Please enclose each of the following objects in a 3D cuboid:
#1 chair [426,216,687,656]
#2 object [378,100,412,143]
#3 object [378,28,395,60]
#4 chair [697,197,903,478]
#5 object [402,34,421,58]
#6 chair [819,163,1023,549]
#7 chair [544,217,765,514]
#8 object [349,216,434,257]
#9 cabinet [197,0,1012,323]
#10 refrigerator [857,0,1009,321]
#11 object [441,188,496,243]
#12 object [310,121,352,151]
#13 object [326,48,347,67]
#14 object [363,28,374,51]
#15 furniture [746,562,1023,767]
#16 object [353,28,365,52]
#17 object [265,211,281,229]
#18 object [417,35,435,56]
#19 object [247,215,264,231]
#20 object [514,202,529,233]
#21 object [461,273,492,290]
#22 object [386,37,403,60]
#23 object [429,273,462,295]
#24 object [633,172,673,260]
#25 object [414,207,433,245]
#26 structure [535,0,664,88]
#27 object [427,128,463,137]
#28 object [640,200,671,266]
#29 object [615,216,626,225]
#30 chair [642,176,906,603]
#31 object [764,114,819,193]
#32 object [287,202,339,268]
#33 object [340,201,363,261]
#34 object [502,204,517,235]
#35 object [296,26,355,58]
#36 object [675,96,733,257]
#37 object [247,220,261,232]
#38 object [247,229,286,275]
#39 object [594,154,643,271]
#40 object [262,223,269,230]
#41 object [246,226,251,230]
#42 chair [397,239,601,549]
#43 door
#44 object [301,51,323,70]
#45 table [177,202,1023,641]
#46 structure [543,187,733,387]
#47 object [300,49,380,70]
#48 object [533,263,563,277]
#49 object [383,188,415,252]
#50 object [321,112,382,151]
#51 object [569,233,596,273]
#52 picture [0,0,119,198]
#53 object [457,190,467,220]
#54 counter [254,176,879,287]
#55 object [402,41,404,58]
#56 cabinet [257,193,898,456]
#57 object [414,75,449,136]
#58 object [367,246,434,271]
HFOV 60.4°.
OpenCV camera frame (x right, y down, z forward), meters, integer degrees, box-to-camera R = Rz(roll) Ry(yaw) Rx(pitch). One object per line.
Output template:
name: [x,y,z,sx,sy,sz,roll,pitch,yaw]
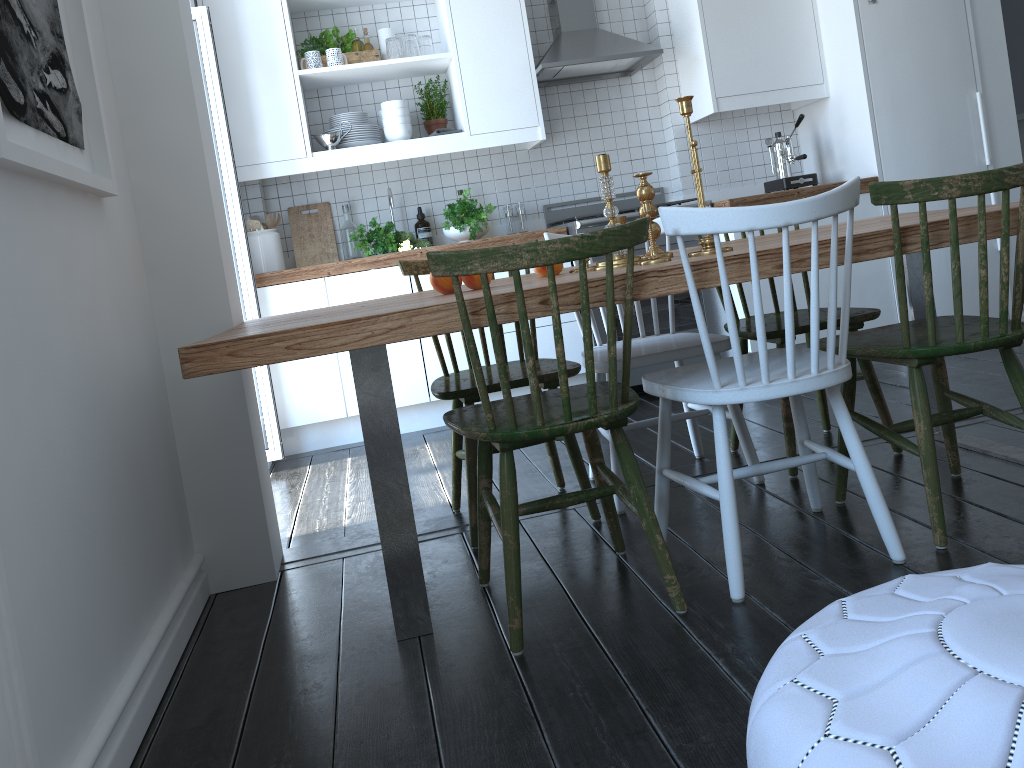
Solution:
chair: [0.086,0.082,1.960,0.469,0.823,0.487,-10,4,-11]
object: [-0.595,-1.329,4.515,0.150,0.215,0.311,-10,6,-11]
object: [-0.645,-1.746,4.619,0.085,0.221,0.085,-9,3,-2]
chair: [0.902,-0.187,2.877,0.469,0.823,0.487,-10,4,-11]
object: [-0.506,-1.686,4.414,0.086,0.119,0.087,-8,4,14]
chair: [1.029,-0.096,2.143,0.469,0.823,0.487,-10,4,-11]
chair: [0.420,-0.109,2.811,0.468,0.838,0.512,-10,4,-9]
object: [-0.586,-0.687,4.381,0.475,0.306,0.282,-14,7,-36]
cabinet: [0.468,-1.150,4.518,3.796,2.361,0.782,-10,3,-6]
refrigerator: [2.035,-1.128,4.630,0.578,1.793,0.683,-9,3,-9]
object: [-0.236,-0.854,4.463,0.273,0.267,0.339,-11,6,-19]
object: [-0.887,-1.215,4.342,0.209,0.134,0.103,-9,4,3]
object: [-0.869,-1.614,4.383,0.109,0.099,0.083,-11,5,-20]
object: [-0.750,-1.745,4.609,0.056,0.232,0.056,-9,2,-6]
furniture: [0.534,0.423,0.804,0.613,0.417,0.617,-11,7,-15]
object: [-0.790,-1.727,4.558,0.060,0.224,0.060,-10,3,-26]
object: [-1.192,-0.701,4.344,0.132,0.295,0.056,-11,3,-30]
object: [-0.440,-1.707,4.480,0.087,0.119,0.085,-13,5,-40]
object: [-1.222,-0.689,4.311,0.065,0.288,0.140,-11,3,-35]
object: [0.052,-0.899,4.771,0.059,0.172,0.059,-9,3,4]
object: [-0.097,-0.297,2.391,0.083,0.087,0.092,-8,6,17]
object: [-0.591,-1.673,4.415,0.086,0.119,0.087,-8,4,14]
object: [-0.180,-0.286,2.395,0.088,0.089,0.083,-11,5,-19]
object: [0.387,-0.471,2.488,0.100,0.246,0.101,-8,3,14]
object: [-0.476,-0.830,4.695,0.086,0.229,0.085,-12,4,-44]
structure: [0.307,-2.281,4.614,0.635,1.298,0.530,-10,3,-9]
object: [-0.370,-1.279,4.535,0.247,0.042,0.278,-11,9,-16]
object: [0.351,-0.384,2.228,0.080,0.159,0.081,-7,4,38]
object: [0.320,-0.414,2.545,0.049,0.138,0.049,-10,3,-9]
chair: [0.566,-0.013,2.026,0.468,0.838,0.512,-10,4,-9]
object: [1.448,-1.188,4.567,0.206,0.368,0.355,-10,5,-9]
object: [-1.046,-0.781,4.632,0.221,0.328,0.041,-10,2,-10]
object: [-0.857,-0.805,4.634,0.098,0.316,0.098,-9,2,-9]
object: [-0.012,-0.891,4.781,0.059,0.172,0.059,-9,3,4]
object: [-0.969,-1.711,4.541,0.349,0.253,0.163,-11,4,-19]
object: [0.479,-0.534,2.258,0.113,0.409,0.114,-7,3,43]
object: [-1.249,-0.663,4.266,0.055,0.261,0.148,-11,4,-34]
object: [-1.211,-0.643,4.302,0.174,0.207,0.175,-9,5,-5]
object: [0.268,-0.469,2.388,0.139,0.309,0.142,-7,4,33]
object: [-1.197,-0.677,4.346,0.051,0.246,0.114,-11,4,-44]
object: [-1.229,-0.671,4.337,0.118,0.249,0.033,-10,2,-9]
chair: [-0.040,-0.010,2.694,0.469,0.823,0.487,-10,4,-11]
door: [-1.452,-0.607,3.832,0.589,2.016,0.105,-10,2,-15]
object: [-0.991,-1.594,4.378,0.084,0.099,0.108,-13,7,-40]
table: [0.405,0.020,2.394,2.234,0.712,1.024,-10,6,-9]
structure: [0.650,-0.505,4.586,0.702,1.014,0.725,-10,4,-9]
object: [-0.883,-1.640,4.556,0.394,0.102,0.154,-10,7,-10]
object: [0.103,-0.347,2.523,0.089,0.083,0.085,-9,5,3]
object: [-0.588,-0.849,4.594,0.191,0.351,0.273,-11,5,-33]
object: [-0.829,-1.283,4.529,0.301,0.193,0.308,-10,7,-8]
object: [0.205,-0.376,2.499,0.103,0.113,0.102,-11,5,-23]
picture: [-0.979,-0.831,1.719,0.083,0.883,0.691,-9,4,-9]
object: [-0.255,-0.894,4.692,0.066,0.281,0.066,-10,2,-14]
counter: [0.211,-0.749,4.444,3.108,0.073,0.852,-10,9,-10]
object: [-0.523,-1.697,4.503,0.087,0.119,0.085,-13,5,-40]
cabinet: [0.275,-0.332,4.517,3.183,0.811,0.735,-9,5,-2]
object: [-0.408,-1.456,4.663,0.164,0.364,0.173,-7,3,28]
object: [-0.556,-0.613,4.453,0.373,0.110,0.356,-10,8,-9]
